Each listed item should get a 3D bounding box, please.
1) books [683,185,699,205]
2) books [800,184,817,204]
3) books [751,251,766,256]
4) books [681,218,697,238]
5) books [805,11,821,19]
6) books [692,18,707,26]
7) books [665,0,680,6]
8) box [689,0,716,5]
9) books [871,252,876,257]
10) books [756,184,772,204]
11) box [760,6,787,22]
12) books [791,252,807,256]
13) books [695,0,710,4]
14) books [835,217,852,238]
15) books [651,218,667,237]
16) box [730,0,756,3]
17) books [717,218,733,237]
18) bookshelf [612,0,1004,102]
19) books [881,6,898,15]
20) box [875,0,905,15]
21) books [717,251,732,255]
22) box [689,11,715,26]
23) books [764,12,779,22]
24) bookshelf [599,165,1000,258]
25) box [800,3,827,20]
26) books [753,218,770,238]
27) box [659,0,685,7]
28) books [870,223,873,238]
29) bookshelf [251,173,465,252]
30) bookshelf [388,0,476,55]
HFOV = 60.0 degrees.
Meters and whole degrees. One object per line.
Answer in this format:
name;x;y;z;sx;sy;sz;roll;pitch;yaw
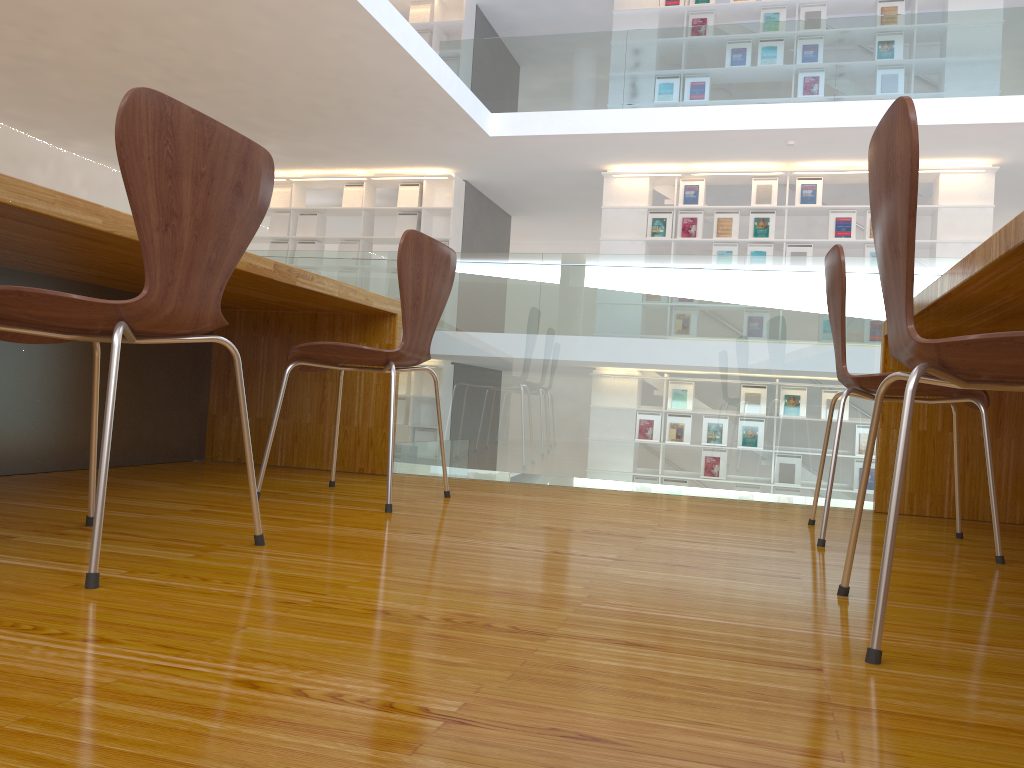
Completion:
books;1.811;-1.907;8.958;0.145;0.210;0.037;3;-1;16
books;2.894;-1.849;8.649;0.145;0.210;0.037;3;-1;16
books;2.431;-1.211;8.759;0.145;0.210;0.037;3;-1;16
books;1.790;-1.577;8.955;0.145;0.210;0.037;3;-1;16
books;2.951;-3.554;8.697;0.145;0.210;0.037;3;-1;16
books;1.898;-3.609;9.000;0.145;0.210;0.037;3;-1;16
books;1.647;-3.953;9.084;0.145;0.210;0.037;3;-1;16
box;1.964;-3.975;9.103;0.245;0.296;0.274;3;-1;16
books;3.494;-1.152;8.453;0.145;0.210;0.037;3;-1;16
books;2.490;-1.869;8.764;0.145;0.210;0.037;3;-1;16
box;2.620;-3.610;8.903;0.245;0.296;0.274;3;-1;16
books;2.794;-1.185;8.652;0.145;0.210;0.037;3;-1;16
books;1.935;-3.936;8.999;0.145;0.210;0.037;3;-1;16
books;3.196;-1.503;8.554;0.145;0.210;0.037;3;-1;16
books;1.497;-1.588;9.039;0.145;0.210;0.037;3;-1;16
box;2.351;-3.954;8.992;0.245;0.296;0.274;3;-1;16
books;2.123;-1.558;8.859;0.145;0.210;0.037;3;-1;16
bookshelf;2.814;-3.256;8.832;3.666;1.836;0.498;3;-1;16
books;3.619;-3.520;8.509;0.145;0.210;0.037;3;-1;16
box;3.664;-3.554;8.606;0.245;0.296;0.274;3;-1;16
books;2.118;-1.225;8.845;0.145;0.210;0.037;3;-1;16
box;1.948;-3.646;9.108;0.245;0.296;0.274;3;-1;16
books;2.575;-3.585;8.804;0.145;0.210;0.037;3;-1;16
bookshelf;2.693;-1.213;8.790;3.666;1.836;0.498;3;-1;16
box;2.983;-3.590;8.800;0.245;0.296;0.274;3;-1;16
books;2.464;-1.540;8.759;0.145;0.210;0.037;3;-1;16
box;1.669;-3.988;9.187;0.245;0.296;0.274;3;-1;16
books;3.499;-1.484;8.467;0.145;0.210;0.037;3;-1;16
bookshelf;-2.078;-1.469;10.147;2.984;1.836;0.498;3;-1;16
bookshelf;-1.957;-3.511;10.189;2.984;1.836;0.498;3;-1;16
